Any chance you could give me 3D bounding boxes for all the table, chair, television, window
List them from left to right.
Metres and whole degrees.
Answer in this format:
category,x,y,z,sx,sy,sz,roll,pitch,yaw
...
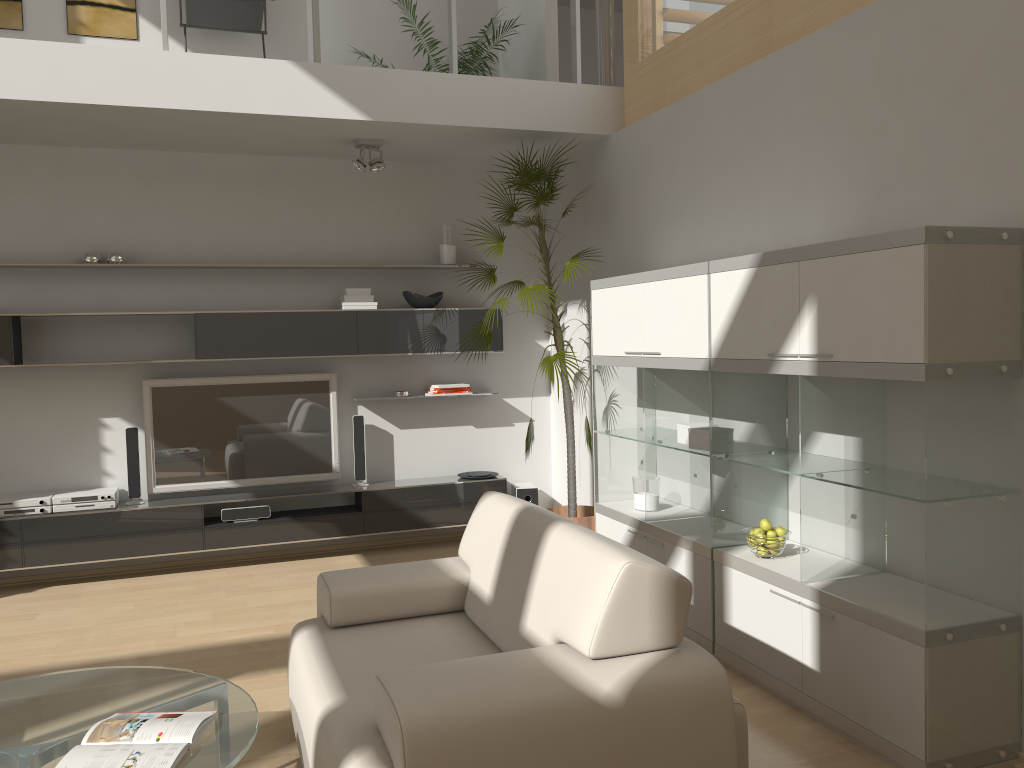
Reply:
category,x,y,z,sx,sy,sz,roll,pitch,yaw
table,-1.306,1.170,2.416,1.198,0.370,1.198,-2,3,-2
chair,-1.780,-2.210,5.498,0.628,0.825,0.537,-2,3,-20
television,-1.775,0.311,5.887,1.224,0.735,0.096,-2,3,-20
chair,-0.108,0.875,2.910,1.165,0.846,1.562,-2,3,-20
window,1.180,-3.002,4.132,0.020,2.200,2.525,-2,3,-20

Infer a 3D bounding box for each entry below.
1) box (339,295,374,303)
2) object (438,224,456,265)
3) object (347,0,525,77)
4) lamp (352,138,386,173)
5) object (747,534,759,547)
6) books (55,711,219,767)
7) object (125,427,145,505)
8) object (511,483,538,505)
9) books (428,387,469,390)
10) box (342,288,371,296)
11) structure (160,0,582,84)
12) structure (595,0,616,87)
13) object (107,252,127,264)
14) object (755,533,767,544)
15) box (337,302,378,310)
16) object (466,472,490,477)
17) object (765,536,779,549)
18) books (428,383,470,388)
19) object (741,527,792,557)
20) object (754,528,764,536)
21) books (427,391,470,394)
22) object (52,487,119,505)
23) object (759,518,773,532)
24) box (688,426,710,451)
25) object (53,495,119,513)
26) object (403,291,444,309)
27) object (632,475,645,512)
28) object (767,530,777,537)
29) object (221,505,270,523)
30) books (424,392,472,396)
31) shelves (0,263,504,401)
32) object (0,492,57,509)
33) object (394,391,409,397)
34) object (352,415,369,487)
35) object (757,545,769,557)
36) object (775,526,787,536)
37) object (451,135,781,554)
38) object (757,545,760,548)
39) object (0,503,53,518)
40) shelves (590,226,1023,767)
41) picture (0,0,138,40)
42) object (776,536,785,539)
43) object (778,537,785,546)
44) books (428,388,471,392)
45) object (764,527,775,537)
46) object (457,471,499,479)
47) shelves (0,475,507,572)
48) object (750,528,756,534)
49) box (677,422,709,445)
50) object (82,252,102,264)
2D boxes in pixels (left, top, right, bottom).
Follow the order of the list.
category,x,y,z,sx,sy,sz,roll,pitch,yaw
box,-1.053,-0.572,6.011,0.200,0.047,0.200,-2,3,-20
object,-0.453,-0.974,6.247,0.129,0.291,0.129,1,4,42
object,-0.490,-2.421,6.639,1.331,1.069,1.491,-3,3,-22
lamp,-0.899,-1.424,5.568,0.214,0.195,0.150,-2,3,-20
object,1.016,0.658,3.732,0.053,0.055,0.054,1,4,35
books,-1.007,0.961,2.374,0.297,0.037,0.440,-1,3,0
object,-2.392,0.514,5.603,0.111,0.483,0.116,-3,3,-23
object,0.094,0.926,6.438,0.150,0.374,0.275,-2,3,-9
books,-0.449,0.027,6.272,0.254,0.015,0.190,-2,3,-18
box,-1.054,-0.619,6.007,0.168,0.047,0.168,-2,3,-20
structure,-1.877,-2.205,4.715,5.400,0.900,0.080,-2,3,-20
structure,0.589,-3.070,5.738,0.122,2.400,0.121,0,3,22
object,-2.460,-0.781,5.523,0.115,0.081,0.115,-4,4,-39
object,1.032,0.639,3.672,0.047,0.048,0.047,0,4,33
box,-1.049,-0.525,6.012,0.232,0.047,0.232,-2,3,-20
object,-0.242,0.652,6.331,0.178,0.020,0.178,-4,4,-37
object,1.076,0.655,3.676,0.058,0.058,0.058,1,4,37
books,-0.448,0.012,6.258,0.227,0.017,0.230,-3,3,-25
object,1.068,0.673,3.727,0.206,0.105,0.206,0,3,25
object,1.034,0.625,3.714,0.044,0.043,0.040,-2,3,-5
books,-0.448,0.056,6.269,0.268,0.011,0.190,-2,3,-18
object,-2.633,0.695,5.487,0.349,0.049,0.262,-2,3,-20
object,1.069,0.593,3.731,0.055,0.056,0.055,-2,3,-20
box,0.920,0.252,4.108,0.146,0.094,0.146,-3,3,-30
object,-2.634,0.743,5.495,0.349,0.049,0.250,-2,3,-20
object,-0.614,-0.582,6.161,0.317,0.125,0.223,-4,4,-41
object,0.726,0.594,4.800,0.130,0.177,0.172,-3,3,-30
object,1.086,0.630,3.707,0.040,0.038,0.040,1,4,41
object,-1.719,0.837,5.725,0.300,0.092,0.085,-2,3,-20
books,-0.452,0.068,6.269,0.296,0.013,0.210,-2,3,-20
shelves,-2.106,-0.297,5.632,4.236,0.914,0.300,-2,3,-20
object,-2.967,0.709,5.367,0.349,0.049,0.262,-2,3,-20
object,-0.772,0.069,6.183,0.106,0.035,0.105,-1,3,16
object,-1.048,0.455,6.090,0.111,0.483,0.116,-2,3,-13
object,1.047,0.696,3.703,0.048,0.048,0.048,-2,3,-9
object,1.125,0.617,3.706,0.047,0.045,0.047,-2,3,-19
object,0.591,-0.161,4.997,0.983,2.668,2.706,-4,4,-39
object,1.056,0.699,3.755,0.038,0.038,0.038,-2,3,-16
object,-2.966,0.758,5.370,0.349,0.049,0.262,-2,3,-20
shelves,1.054,0.338,3.948,0.408,1.756,2.432,-2,3,-20
picture,-3.183,-3.040,5.282,1.684,1.800,0.010,-2,3,-20
object,1.126,0.649,3.734,0.047,0.045,0.047,-2,3,-16
object,1.115,0.655,3.691,0.039,0.040,0.040,-3,3,-28
books,-0.440,0.042,6.273,0.254,0.015,0.190,-3,3,-24
object,1.093,0.627,3.763,0.055,0.054,0.050,1,4,40
object,-0.242,0.654,6.331,0.294,0.020,0.294,0,3,20
shelves,-2.076,0.900,5.694,4.236,0.312,0.300,-2,3,-20
object,1.039,0.640,3.772,0.054,0.048,0.055,-3,3,-26
box,0.900,0.242,4.314,0.146,0.094,0.146,-2,3,-15
object,-2.612,-0.777,5.514,0.115,0.081,0.115,-4,4,-39
